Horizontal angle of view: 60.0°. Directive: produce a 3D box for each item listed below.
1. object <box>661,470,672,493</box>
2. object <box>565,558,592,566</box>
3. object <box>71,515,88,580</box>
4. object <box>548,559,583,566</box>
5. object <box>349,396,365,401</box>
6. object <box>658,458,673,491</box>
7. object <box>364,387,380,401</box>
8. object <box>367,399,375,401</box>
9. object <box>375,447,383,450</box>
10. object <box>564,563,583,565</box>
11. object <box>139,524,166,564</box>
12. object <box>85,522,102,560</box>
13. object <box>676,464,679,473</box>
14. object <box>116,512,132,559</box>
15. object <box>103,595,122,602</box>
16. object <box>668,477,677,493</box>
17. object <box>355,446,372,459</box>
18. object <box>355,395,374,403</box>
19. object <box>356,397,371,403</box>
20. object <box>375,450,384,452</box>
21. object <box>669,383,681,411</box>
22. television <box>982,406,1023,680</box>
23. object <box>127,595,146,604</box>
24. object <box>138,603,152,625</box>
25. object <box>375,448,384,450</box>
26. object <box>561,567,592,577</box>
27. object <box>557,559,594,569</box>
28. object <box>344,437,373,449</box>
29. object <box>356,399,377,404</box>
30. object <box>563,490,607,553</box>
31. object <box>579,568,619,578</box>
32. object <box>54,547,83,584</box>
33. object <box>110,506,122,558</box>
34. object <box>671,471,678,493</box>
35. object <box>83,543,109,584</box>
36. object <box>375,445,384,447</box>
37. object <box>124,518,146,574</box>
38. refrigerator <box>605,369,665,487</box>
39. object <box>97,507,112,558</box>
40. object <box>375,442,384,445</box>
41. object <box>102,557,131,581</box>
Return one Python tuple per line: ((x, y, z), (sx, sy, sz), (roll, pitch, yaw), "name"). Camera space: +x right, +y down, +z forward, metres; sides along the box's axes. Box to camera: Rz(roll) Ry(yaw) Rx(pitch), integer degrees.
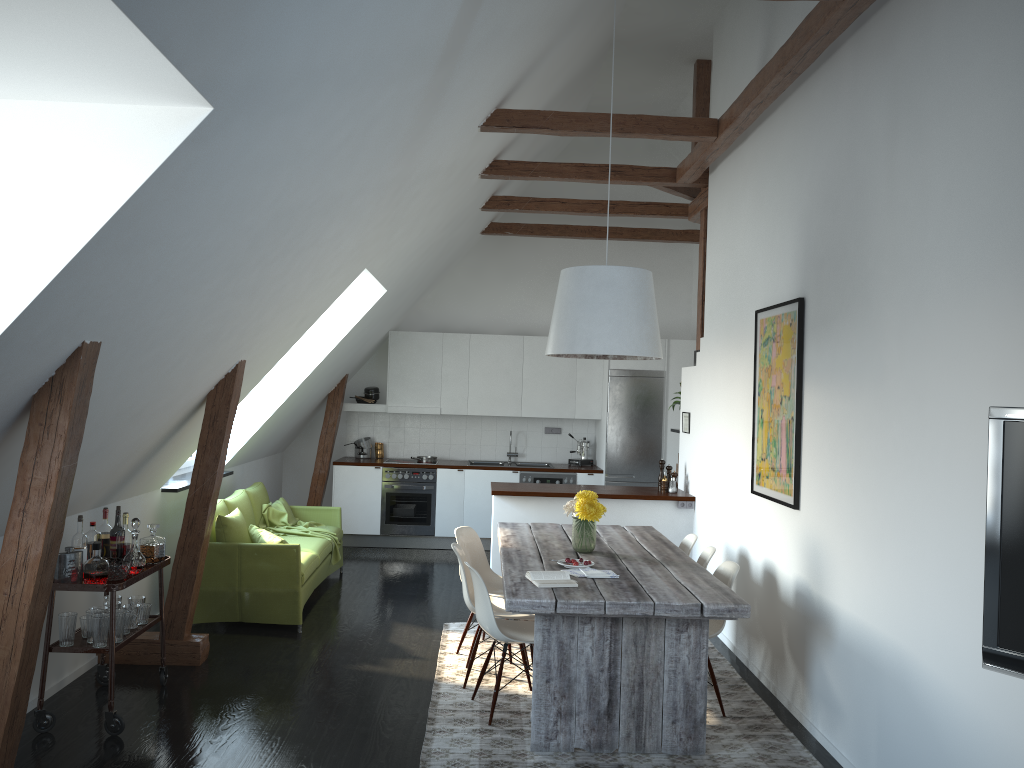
((1.315, 0.830, 7.581), (0.080, 0.192, 0.058), (2, -1, -18), "object")
((0.361, 0.974, 4.852), (0.132, 0.034, 0.144), (2, -1, -30), "object")
((-2.182, 0.823, 4.471), (0.073, 0.320, 0.073), (2, -1, -11), "object")
((0.293, 0.973, 4.833), (0.194, 0.022, 0.019), (2, -1, 14), "object")
((-1.716, 0.178, 10.076), (0.357, 0.075, 0.244), (2, -1, -31), "object")
((1.326, 0.785, 7.665), (0.123, 0.283, 0.061), (2, -1, -2), "object")
((-1.598, 0.112, 10.105), (0.190, 0.166, 0.200), (2, -1, -39), "object")
((-1.643, 0.174, 10.042), (0.065, 0.031, 0.335), (3, -1, -45), "object")
((-1.525, 0.734, 10.171), (0.100, 0.036, 0.100), (2, -1, -35), "object")
((0.331, 0.981, 4.839), (0.110, 0.011, 0.058), (2, -1, 2), "object")
((-1.999, 0.886, 4.933), (0.101, 0.211, 0.101), (2, -1, 13), "object")
((-2.213, 0.856, 4.673), (0.067, 0.257, 0.099), (2, -1, 3), "object")
((1.704, 0.801, 8.191), (0.287, 0.101, 0.329), (2, -1, -7), "object")
((-2.060, 0.837, 4.717), (0.081, 0.307, 0.081), (2, -1, 4), "object")
((-2.206, 1.233, 4.895), (0.095, 0.119, 0.095), (2, -1, -40), "object")
((1.366, 0.859, 7.540), (0.069, 0.135, 0.069), (2, -1, -27), "object")
((-1.669, 0.770, 10.066), (0.200, 0.154, 0.348), (2, -1, -22), "object")
((-1.669, 0.170, 9.996), (0.061, 0.077, 0.331), (2, -1, -43), "object")
((-1.681, 0.177, 9.986), (0.065, 0.065, 0.332), (2, -1, -35), "object")
((-1.523, 0.775, 10.176), (0.099, 0.043, 0.100), (2, -1, -14), "object")
((1.706, 0.183, 8.257), (0.493, 0.486, 0.506), (2, -1, 18), "object")
((1.654, 0.395, 1.898), (0.537, 0.652, 1.005), (2, -1, -37), "television")
((-2.076, 1.237, 4.902), (0.095, 0.119, 0.095), (2, -1, -40), "object")
((-2.008, 1.249, 4.816), (0.092, 0.099, 0.092), (2, -1, -24), "object")
((-1.524, 0.753, 10.175), (0.099, 0.057, 0.101), (2, -1, 10), "object")
((0.373, 0.988, 4.661), (0.182, 0.014, 0.185), (2, -1, -28), "object")
((0.347, 0.985, 4.841), (0.205, 0.024, 0.205), (2, -1, -10), "object")
((-1.764, 0.688, 10.094), (0.371, 0.169, 0.203), (2, -1, -30), "object")
((-1.644, 0.195, 10.040), (0.243, 0.056, 0.350), (2, -1, -13), "object")
((0.439, 0.821, 5.311), (0.233, 0.365, 0.293), (2, -1, -31), "object")
((0.457, 0.990, 4.648), (0.182, 0.016, 0.179), (2, -1, -7), "object")
((-2.171, 0.892, 4.351), (0.052, 0.182, 0.135), (2, -1, 35), "object")
((-2.125, 0.822, 4.776), (0.080, 0.329, 0.080), (2, -1, -11), "object")
((1.392, 0.836, 7.610), (0.058, 0.184, 0.058), (2, -1, -5), "object")
((-2.037, 0.882, 4.344), (0.087, 0.206, 0.087), (2, -1, 23), "object")
((-1.524, 0.718, 10.171), (0.100, 0.036, 0.100), (2, -1, 27), "object")
((-1.972, 0.845, 4.635), (0.114, 0.292, 0.114), (2, -1, -30), "object")
((1.323, 0.780, 9.608), (0.609, 1.868, 0.031), (2, -1, -2), "refrigerator")
((-2.234, 0.832, 4.864), (0.081, 0.308, 0.081), (2, -1, -10), "object")
((-1.522, 0.697, 10.171), (0.100, 0.047, 0.099), (2, -1, -6), "object")
((-2.038, 0.941, 4.500), (0.245, 0.092, 0.151), (2, -1, 27), "object")
